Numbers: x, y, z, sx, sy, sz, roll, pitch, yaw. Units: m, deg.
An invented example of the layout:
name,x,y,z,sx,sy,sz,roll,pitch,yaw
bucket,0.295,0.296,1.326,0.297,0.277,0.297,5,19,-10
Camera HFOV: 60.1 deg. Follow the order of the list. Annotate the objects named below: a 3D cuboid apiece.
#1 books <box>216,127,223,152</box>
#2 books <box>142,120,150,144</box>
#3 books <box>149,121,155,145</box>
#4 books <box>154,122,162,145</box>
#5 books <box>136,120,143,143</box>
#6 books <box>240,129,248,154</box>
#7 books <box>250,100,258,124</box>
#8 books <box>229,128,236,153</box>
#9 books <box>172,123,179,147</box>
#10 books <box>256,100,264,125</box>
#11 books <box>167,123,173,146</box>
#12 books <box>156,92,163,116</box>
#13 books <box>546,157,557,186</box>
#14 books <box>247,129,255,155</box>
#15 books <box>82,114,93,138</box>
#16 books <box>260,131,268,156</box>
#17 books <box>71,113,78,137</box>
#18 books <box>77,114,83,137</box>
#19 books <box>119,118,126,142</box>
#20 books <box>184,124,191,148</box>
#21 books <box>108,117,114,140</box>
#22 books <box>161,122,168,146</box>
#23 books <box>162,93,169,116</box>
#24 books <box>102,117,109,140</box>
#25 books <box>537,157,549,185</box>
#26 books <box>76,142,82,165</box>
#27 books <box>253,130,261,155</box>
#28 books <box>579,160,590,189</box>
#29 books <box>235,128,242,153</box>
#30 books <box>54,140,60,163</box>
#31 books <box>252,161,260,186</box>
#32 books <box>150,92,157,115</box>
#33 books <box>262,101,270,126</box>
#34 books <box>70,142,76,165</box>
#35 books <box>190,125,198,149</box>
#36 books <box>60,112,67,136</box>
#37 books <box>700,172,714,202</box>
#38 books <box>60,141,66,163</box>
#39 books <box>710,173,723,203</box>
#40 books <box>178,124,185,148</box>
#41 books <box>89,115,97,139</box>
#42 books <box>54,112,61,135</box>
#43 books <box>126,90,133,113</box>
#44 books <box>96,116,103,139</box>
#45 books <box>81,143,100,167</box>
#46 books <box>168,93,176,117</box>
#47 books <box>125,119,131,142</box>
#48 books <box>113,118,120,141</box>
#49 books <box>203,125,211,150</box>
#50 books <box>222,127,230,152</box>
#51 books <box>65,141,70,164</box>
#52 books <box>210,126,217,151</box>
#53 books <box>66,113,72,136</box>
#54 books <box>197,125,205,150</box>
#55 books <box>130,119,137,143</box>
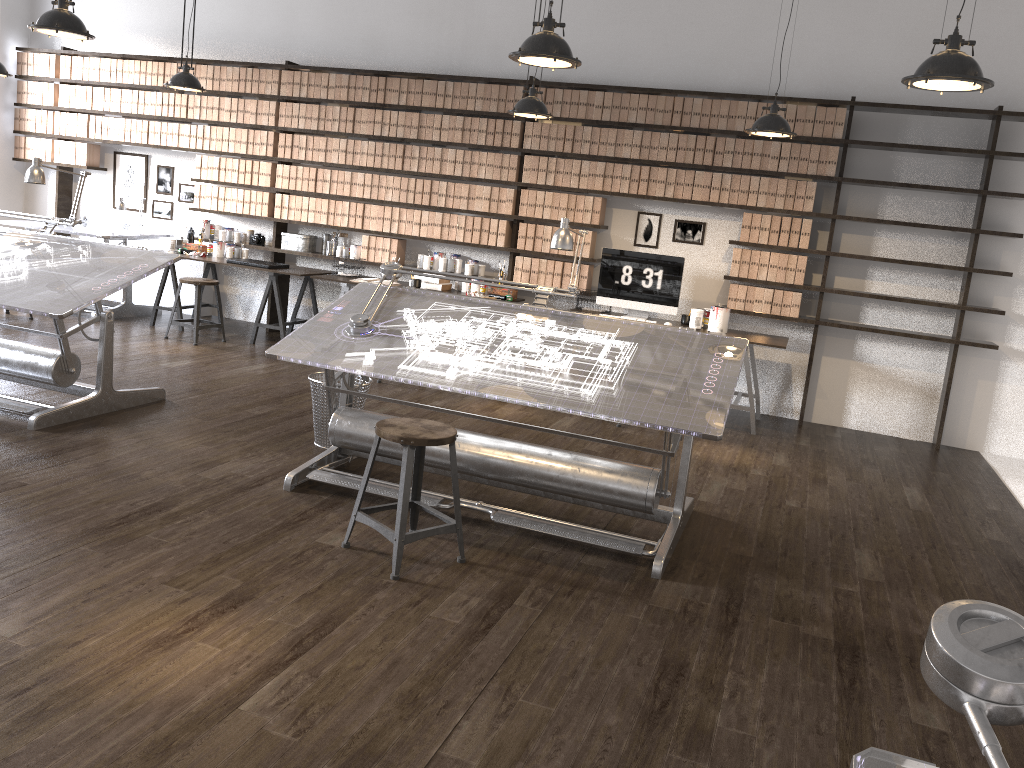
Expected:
name,x,y,z,sx,sy,sz,roll,pitch,yaw
books,-2.687,-2.286,8.299,0.067,0.224,0.175,9,10,18
books,-3.485,-2.420,8.558,0.067,0.224,0.175,9,10,18
books,-3.413,-2.408,8.540,0.067,0.224,0.175,9,10,18
books,-3.347,-2.396,8.514,0.067,0.224,0.175,9,10,18
books,-3.553,-2.433,8.586,0.067,0.224,0.175,9,10,18
books,-2.433,-2.239,8.210,0.067,0.224,0.175,9,10,18
books,-2.326,-2.487,8.147,0.067,0.224,0.175,9,10,18
books,-2.553,-2.261,8.253,0.067,0.224,0.175,9,10,18
books,-3.152,-2.360,8.448,0.067,0.224,0.175,9,10,18
books,-2.262,-2.477,8.131,0.067,0.224,0.175,9,10,18
books,-3.213,-2.372,8.474,0.067,0.224,0.175,9,10,18
books,-3.315,-2.663,8.472,0.067,0.224,0.175,9,10,18
books,0.347,-1.744,7.299,0.067,0.224,0.175,9,10,18
books,-2.367,-2.229,8.195,0.067,0.224,0.175,9,10,18
books,-4.169,-2.548,8.781,0.067,0.224,0.175,9,10,18
books,-2.236,-2.205,8.147,0.067,0.224,0.175,9,10,18
books,-4.297,-2.572,8.829,0.067,0.224,0.175,9,10,18
books,-4.227,-2.560,8.805,0.067,0.224,0.175,9,10,18
books,-3.744,-2.466,8.642,0.067,0.224,0.175,9,10,18
books,-3.029,-2.339,8.410,0.067,0.224,0.175,9,10,18
books,-3.875,-2.490,8.693,0.067,0.224,0.175,9,10,18
books,-3.280,-2.384,8.496,0.067,0.224,0.175,9,10,18
books,-3.247,-2.651,8.449,0.067,0.224,0.175,9,10,18
books,-3.941,-2.502,8.713,0.067,0.224,0.175,9,10,18
books,0.278,-1.756,7.318,0.067,0.224,0.175,9,10,18
books,-4.264,-2.291,8.849,0.067,0.224,0.175,9,10,18
books,-2.301,-2.217,8.173,0.067,0.224,0.175,9,10,18
books,0.612,-1.697,7.211,0.067,0.224,0.175,9,10,18
books,-2.494,-2.251,8.235,0.067,0.224,0.175,9,10,18
books,-4.521,-2.335,8.928,0.067,0.224,0.175,9,10,18
books,-2.326,-1.946,8.211,0.067,0.224,0.175,9,10,18
books,-3.382,-2.676,8.497,0.067,0.224,0.175,9,10,18
books,-2.204,-2.466,8.110,0.067,0.224,0.175,9,10,18
books,-4.332,-2.301,8.864,0.067,0.224,0.175,9,10,18
books,-2.961,-2.327,8.386,0.067,0.224,0.175,9,10,18
books,-4.428,-2.595,8.870,0.067,0.224,0.175,9,10,18
books,1.527,-1.534,6.907,0.067,0.224,0.175,9,10,18
books,-4.452,-2.323,8.907,0.067,0.224,0.175,9,10,18
books,1.595,-1.522,6.885,0.067,0.224,0.175,9,10,18
books,-3.087,-2.350,8.431,0.067,0.224,0.175,9,10,18
books,-4.085,-2.527,8.758,0.067,0.224,0.175,9,10,18
books,-4.497,-2.607,8.889,0.067,0.224,0.175,9,10,18
books,-3.647,-2.723,8.585,0.067,0.224,0.175,9,10,18
books,-4.008,-2.513,8.731,0.067,0.224,0.175,9,10,18
books,-4.199,-2.279,8.826,0.067,0.224,0.175,9,10,18
books,-3.186,-2.641,8.434,0.067,0.224,0.175,9,10,18
books,-3.676,-2.453,8.620,0.067,0.224,0.175,9,10,18
books,-3.811,-2.478,8.668,0.067,0.224,0.175,9,10,18
books,-2.818,-2.309,8.340,0.067,0.224,0.175,9,10,18
books,-2.622,-2.273,8.274,0.067,0.224,0.175,9,10,18
books,-4.393,-2.313,8.889,0.067,0.224,0.175,9,10,18
books,-2.752,-2.298,8.322,0.067,0.224,0.175,9,10,18
books,-4.362,-2.584,8.852,0.067,0.224,0.175,9,10,18
books,-2.888,-2.320,8.360,0.067,0.224,0.175,9,10,18
books,-3.615,-2.444,8.604,0.067,0.224,0.175,9,10,18
